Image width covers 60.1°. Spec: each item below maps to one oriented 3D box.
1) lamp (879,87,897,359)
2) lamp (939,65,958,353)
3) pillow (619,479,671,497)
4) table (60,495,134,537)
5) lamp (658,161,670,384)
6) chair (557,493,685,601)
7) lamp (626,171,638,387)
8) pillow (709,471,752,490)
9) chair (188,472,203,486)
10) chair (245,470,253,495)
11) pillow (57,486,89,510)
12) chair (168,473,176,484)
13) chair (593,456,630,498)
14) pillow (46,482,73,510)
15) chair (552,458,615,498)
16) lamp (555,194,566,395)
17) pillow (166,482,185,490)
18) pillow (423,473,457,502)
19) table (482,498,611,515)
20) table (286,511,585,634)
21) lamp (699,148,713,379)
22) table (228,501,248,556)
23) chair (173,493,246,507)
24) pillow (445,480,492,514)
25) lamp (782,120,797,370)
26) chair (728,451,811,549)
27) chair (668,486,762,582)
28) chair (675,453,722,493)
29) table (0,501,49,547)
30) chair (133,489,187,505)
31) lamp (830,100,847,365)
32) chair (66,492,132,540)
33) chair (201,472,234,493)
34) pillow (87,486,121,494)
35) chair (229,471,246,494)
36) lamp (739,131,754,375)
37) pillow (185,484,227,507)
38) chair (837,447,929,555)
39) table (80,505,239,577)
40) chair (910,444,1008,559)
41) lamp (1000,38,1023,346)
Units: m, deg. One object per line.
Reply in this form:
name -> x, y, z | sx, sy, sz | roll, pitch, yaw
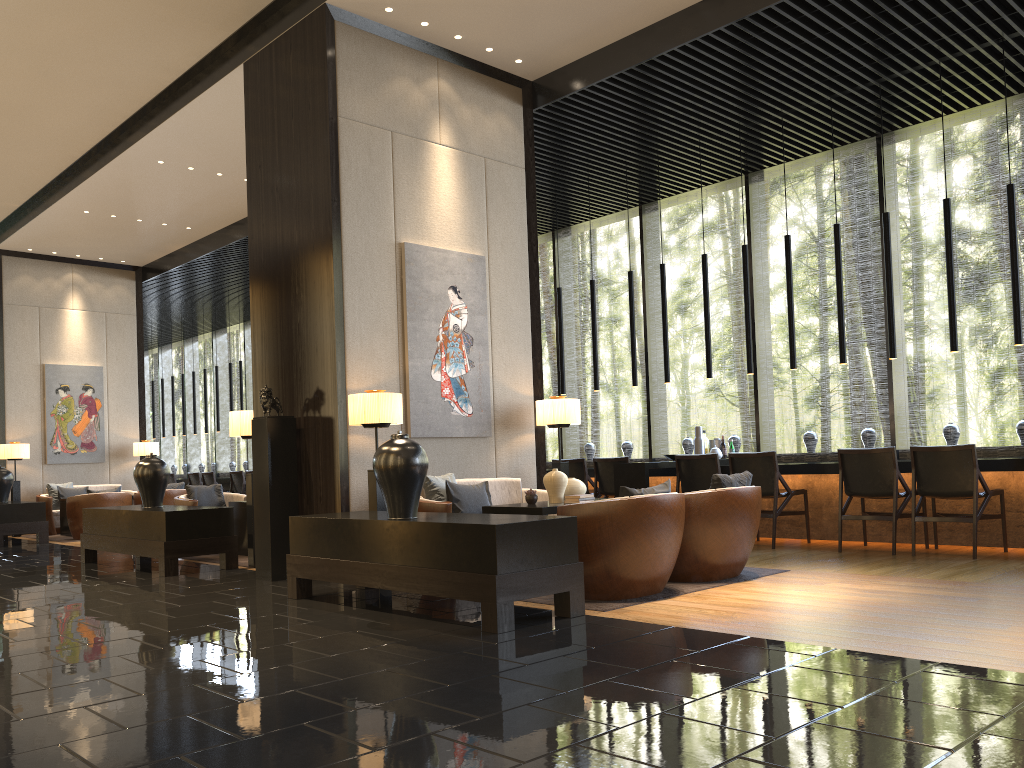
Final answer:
lamp -> 3.231, -1.422, 7.642 | 0.060, 2.416, 0.060 | -3, -2, 41
lamp -> 3.577, -1.466, 7.279 | 0.060, 2.416, 0.060 | -1, -2, -39
pillow -> 0.785, 0.728, 5.175 | 0.441, 0.337, 0.205 | 1, -4, -37
table -> -5.812, 1.872, 12.658 | 1.042, 0.516, 0.577 | 2, -5, -44
lamp -> 1.594, -1.213, 9.359 | 0.060, 2.416, 0.060 | -3, -2, 41
chair -> 0.713, 0.951, 5.259 | 0.804, 0.603, 0.607 | 1, -5, -43
lamp -> 1.296, -1.175, 9.671 | 0.060, 2.416, 0.060 | -3, -2, 41
pillow -> 1.404, 0.753, 5.769 | 0.399, 0.361, 0.222 | 1, -4, -43
chair -> -5.546, 2.001, 15.971 | 0.563, 0.825, 0.527 | 0, -4, -44
chair -> -4.014, 1.805, 14.365 | 0.563, 0.825, 0.527 | 0, -4, -44
pillow -> -6.441, 1.659, 12.992 | 0.220, 0.360, 0.472 | -4, -4, 43
chair -> -6.284, 2.095, 16.746 | 0.563, 0.825, 0.527 | 0, -4, -44
chair -> 1.141, 1.147, 8.959 | 0.563, 0.825, 0.527 | 0, -4, -44
pillow -> -6.622, 1.649, 13.035 | 0.201, 0.399, 0.433 | -3, -4, 25
chair -> 0.744, 1.197, 9.375 | 0.563, 0.825, 0.527 | 0, -4, -44
lamp -> 0.561, -1.081, 10.442 | 0.060, 2.416, 0.060 | -3, -2, 41
pillow -> -4.713, 1.534, 12.184 | 0.399, 0.361, 0.222 | 1, -4, -43
pillow -> -0.504, 0.868, 6.619 | 0.201, 0.399, 0.433 | -3, -4, 25
table -> 0.379, 1.082, 6.165 | 1.042, 0.516, 0.577 | 2, -5, -44
table -> -0.528, 1.019, 5.103 | 0.620, 0.512, 1.965 | 1, -6, -44
lamp -> 1.954, -1.259, 8.981 | 0.060, 2.416, 0.060 | -3, -2, 41
table -> -2.217, 1.413, 8.888 | 1.042, 0.516, 0.577 | 2, -5, -44
chair -> -3.097, 1.427, 9.130 | 0.804, 0.603, 0.607 | 1, -5, -43
pillow -> -0.324, 0.878, 6.576 | 0.220, 0.360, 0.472 | -4, -4, 43
lamp -> 2.589, -1.340, 8.314 | 0.060, 2.416, 0.060 | -3, -2, 41
chair -> 2.236, 1.007, 7.811 | 0.563, 0.825, 0.527 | 0, -4, -44
chair -> 1.332, 0.980, 5.849 | 0.804, 0.603, 0.607 | 1, -5, -43
chair -> 1.839, 1.058, 8.227 | 0.563, 0.825, 0.527 | 0, -4, -44
table -> -6.705, 1.808, 11.581 | 0.620, 0.512, 1.965 | 1, -6, -44
chair -> -4.786, 1.761, 12.264 | 0.804, 0.603, 0.607 | 1, -5, -43
lamp -> 2.924, -1.383, 7.964 | 0.060, 2.416, 0.060 | -3, -2, 41
chair -> -5.405, 1.732, 11.674 | 0.804, 0.603, 0.607 | 1, -5, -43
chair -> -5.149, 1.950, 15.556 | 0.563, 0.825, 0.527 | 0, -4, -44
pillow -> -5.333, 1.509, 11.590 | 0.441, 0.337, 0.205 | 1, -4, -37
chair -> -4.411, 1.856, 14.781 | 0.563, 0.825, 0.527 | 0, -4, -44
lamp -> 2.275, -1.300, 8.645 | 0.060, 2.416, 0.060 | -3, -2, 41
pillow -> -3.185, 1.221, 9.222 | 0.399, 0.361, 0.222 | 1, -4, -43
chair -> 2.934, 0.918, 7.079 | 0.563, 0.825, 0.527 | 0, -4, -44
table -> -3.194, 1.360, 7.899 | 0.620, 0.512, 1.965 | 1, -6, -44
chair -> 3.331, 0.867, 6.663 | 0.563, 0.825, 0.527 | 0, -4, -44
lamp -> 3.906, -1.509, 6.933 | 0.060, 2.416, 0.060 | -3, -2, 41
